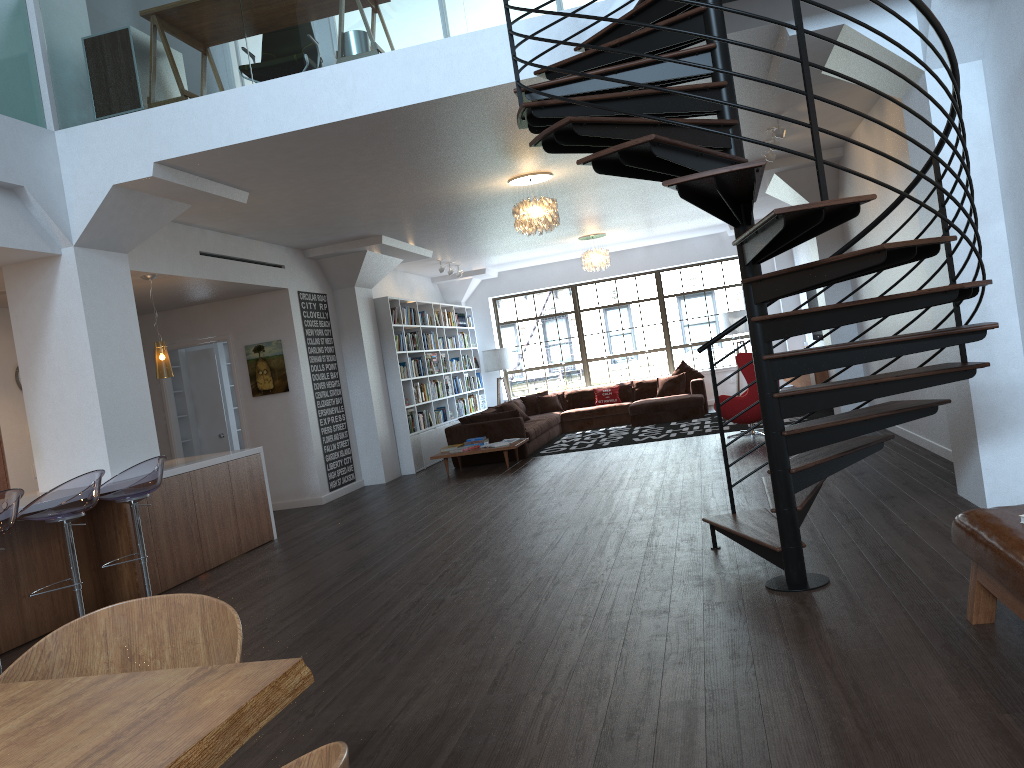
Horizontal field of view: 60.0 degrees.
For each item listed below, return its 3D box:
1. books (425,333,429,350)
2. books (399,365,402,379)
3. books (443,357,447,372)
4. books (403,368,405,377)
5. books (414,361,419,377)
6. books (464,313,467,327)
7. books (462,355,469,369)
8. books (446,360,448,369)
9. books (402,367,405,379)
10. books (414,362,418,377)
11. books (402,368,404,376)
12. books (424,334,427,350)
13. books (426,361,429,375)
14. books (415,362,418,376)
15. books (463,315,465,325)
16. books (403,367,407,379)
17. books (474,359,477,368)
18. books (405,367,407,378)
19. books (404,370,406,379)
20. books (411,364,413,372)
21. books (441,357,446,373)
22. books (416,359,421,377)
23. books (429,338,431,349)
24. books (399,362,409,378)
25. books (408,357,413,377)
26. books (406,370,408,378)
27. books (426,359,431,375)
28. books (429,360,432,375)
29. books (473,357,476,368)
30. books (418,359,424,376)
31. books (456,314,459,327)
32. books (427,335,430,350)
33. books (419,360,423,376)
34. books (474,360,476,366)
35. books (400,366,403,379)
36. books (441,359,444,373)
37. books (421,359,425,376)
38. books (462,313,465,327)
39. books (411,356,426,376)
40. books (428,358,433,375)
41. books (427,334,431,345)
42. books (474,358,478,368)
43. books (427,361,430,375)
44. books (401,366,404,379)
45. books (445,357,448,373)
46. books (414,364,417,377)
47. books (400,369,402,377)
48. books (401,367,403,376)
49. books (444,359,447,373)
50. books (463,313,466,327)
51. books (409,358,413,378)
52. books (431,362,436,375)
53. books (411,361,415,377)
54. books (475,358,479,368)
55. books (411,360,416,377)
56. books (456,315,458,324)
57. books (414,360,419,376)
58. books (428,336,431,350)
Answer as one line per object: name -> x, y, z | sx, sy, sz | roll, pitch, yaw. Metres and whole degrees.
books -> -1.360, -0.627, 13.434 | 0.182, 0.253, 0.034 | -8, 1, 12
books -> -1.582, -0.151, 12.059 | 0.136, 0.196, 0.045 | -8, 1, 12
books -> -1.150, -0.291, 14.217 | 0.183, 0.253, 0.039 | -8, 1, 12
books -> -1.533, -0.140, 12.217 | 0.110, 0.153, 0.019 | -8, 1, 12
books -> -1.448, -0.205, 12.784 | 0.167, 0.230, 0.037 | -8, 1, 12
books -> -0.919, -1.124, 15.845 | 0.183, 0.253, 0.042 | -8, 1, 12
books -> -0.865, -0.370, 15.585 | 0.180, 0.259, 0.042 | -8, 1, 12
books -> -1.127, -0.297, 14.320 | 0.160, 0.251, 0.036 | -8, 1, 12
books -> -1.543, -0.148, 12.201 | 0.109, 0.171, 0.018 | -8, 1, 12
books -> -1.449, -0.200, 12.724 | 0.161, 0.223, 0.027 | -8, 1, 12
books -> -1.556, -0.148, 12.184 | 0.128, 0.178, 0.022 | -8, 1, 12
books -> -1.378, -0.615, 13.336 | 0.174, 0.239, 0.045 | -8, 1, 12
books -> -1.347, -0.242, 13.279 | 0.160, 0.251, 0.031 | -8, 1, 12
books -> -1.446, -0.201, 12.751 | 0.161, 0.223, 0.026 | -8, 1, 12
books -> -0.937, -1.120, 15.759 | 0.183, 0.253, 0.042 | -8, 1, 12
books -> -1.528, -0.148, 12.255 | 0.120, 0.167, 0.020 | -8, 1, 12
books -> -0.743, -0.375, 16.132 | 0.167, 0.210, 0.162 | -8, 1, 12
books -> -1.516, -0.148, 12.279 | 0.106, 0.162, 0.032 | -8, 1, 12
books -> -1.530, -0.141, 12.236 | 0.110, 0.153, 0.018 | -8, 1, 12
books -> -1.490, -0.190, 12.575 | 0.161, 0.223, 0.027 | -8, 1, 12
books -> -1.162, -0.289, 14.112 | 0.174, 0.251, 0.051 | -8, 1, 12
books -> -1.427, -0.221, 12.851 | 0.182, 0.253, 0.034 | -8, 1, 12
books -> -1.329, -0.619, 13.561 | 0.161, 0.223, 0.027 | -8, 1, 12
books -> -1.526, -0.183, 12.340 | 0.140, 0.231, 0.042 | -8, 1, 12
books -> -1.503, -0.221, 12.534 | 0.176, 0.290, 0.053 | -8, 1, 12
books -> -1.512, -0.152, 12.303 | 0.107, 0.167, 0.017 | -8, 1, 12
books -> -1.321, -0.242, 13.349 | 0.174, 0.240, 0.054 | -8, 1, 12
books -> -1.300, -0.239, 13.423 | 0.161, 0.223, 0.032 | -8, 1, 12
books -> -0.754, -0.379, 16.033 | 0.161, 0.222, 0.084 | -8, 1, 12
books -> -1.403, -0.228, 12.989 | 0.182, 0.253, 0.034 | -8, 1, 12
books -> -1.008, -1.085, 15.342 | 0.161, 0.223, 0.032 | -8, 1, 12
books -> -1.352, -0.618, 13.505 | 0.167, 0.230, 0.037 | -8, 1, 12
books -> -1.404, -0.220, 12.949 | 0.174, 0.239, 0.045 | -8, 1, 12
books -> -0.748, -0.378, 16.067 | 0.161, 0.218, 0.101 | -8, 1, 12
books -> -1.564, -0.145, 12.111 | 0.128, 0.178, 0.022 | -8, 1, 12
books -> -1.169, -0.272, 14.073 | 0.161, 0.223, 0.030 | -8, 1, 12
books -> -1.386, -0.231, 13.020 | 0.182, 0.253, 0.034 | -8, 1, 12
books -> -0.946, -1.117, 15.717 | 0.183, 0.253, 0.042 | -8, 1, 12
books -> -1.386, -0.251, 13.083 | 0.176, 0.294, 0.102 | -8, 1, 12
books -> -1.309, -0.253, 13.461 | 0.183, 0.253, 0.042 | -8, 1, 12
books -> -1.334, -0.633, 13.588 | 0.159, 0.250, 0.026 | -8, 1, 12
books -> -0.750, -0.383, 16.171 | 0.182, 0.226, 0.173 | -8, 1, 12
books -> -1.330, -0.231, 13.307 | 0.161, 0.223, 0.032 | -8, 1, 12
books -> -1.563, -0.150, 12.159 | 0.134, 0.184, 0.030 | -8, 1, 12
books -> -1.132, -0.294, 14.284 | 0.171, 0.246, 0.036 | -8, 1, 12
books -> -1.465, -0.211, 12.700 | 0.159, 0.250, 0.026 | -8, 1, 12
books -> -1.577, -0.154, 12.091 | 0.127, 0.200, 0.020 | -8, 1, 12
books -> -1.562, -0.146, 12.132 | 0.128, 0.178, 0.021 | -8, 1, 12
books -> -1.141, -0.278, 14.181 | 0.161, 0.223, 0.030 | -8, 1, 12
books -> -0.930, -1.122, 15.803 | 0.183, 0.253, 0.042 | -8, 1, 12
books -> -1.519, -0.214, 12.475 | 0.197, 0.283, 0.065 | -8, 1, 12
books -> -1.270, -0.237, 13.578 | 0.161, 0.207, 0.135 | -9, 1, 12
books -> -1.478, -0.201, 12.608 | 0.174, 0.239, 0.045 | -8, 1, 12
books -> -0.716, -0.384, 16.219 | 0.182, 0.215, 0.188 | -8, 1, 12
books -> -1.471, -0.207, 12.659 | 0.170, 0.245, 0.057 | -8, 1, 12
books -> -1.023, -1.082, 15.313 | 0.161, 0.223, 0.033 | -8, 1, 12
books -> -1.456, -0.216, 12.822 | 0.182, 0.253, 0.034 | -8, 1, 12
books -> -1.337, -0.618, 13.535 | 0.161, 0.223, 0.026 | -8, 1, 12
